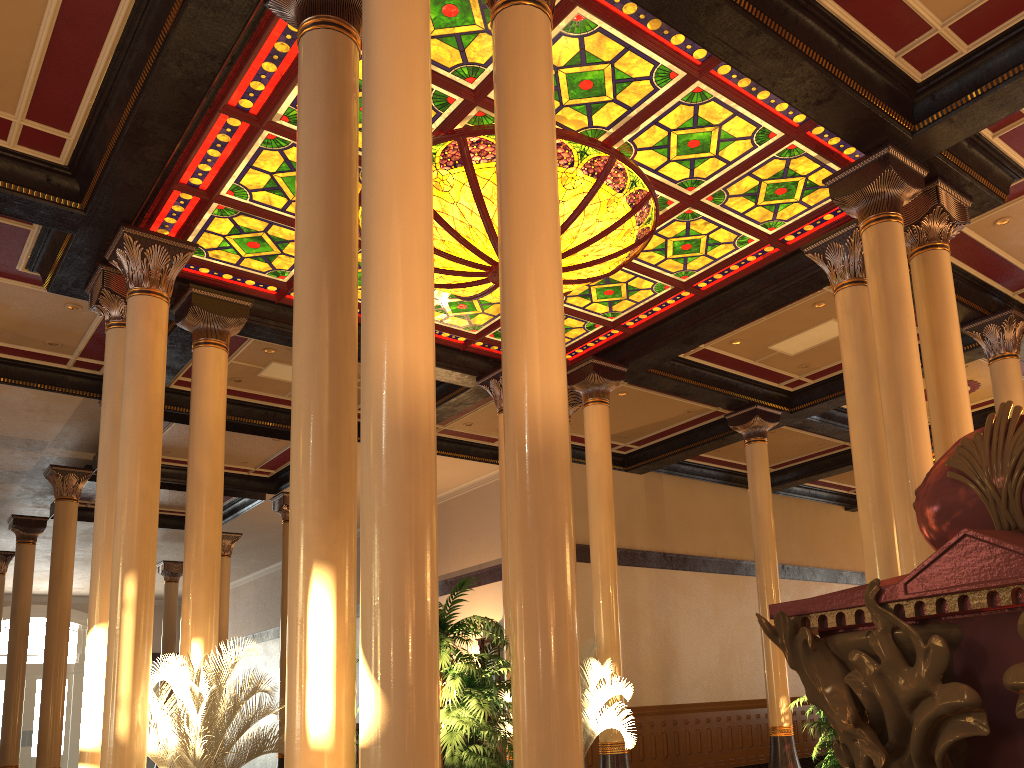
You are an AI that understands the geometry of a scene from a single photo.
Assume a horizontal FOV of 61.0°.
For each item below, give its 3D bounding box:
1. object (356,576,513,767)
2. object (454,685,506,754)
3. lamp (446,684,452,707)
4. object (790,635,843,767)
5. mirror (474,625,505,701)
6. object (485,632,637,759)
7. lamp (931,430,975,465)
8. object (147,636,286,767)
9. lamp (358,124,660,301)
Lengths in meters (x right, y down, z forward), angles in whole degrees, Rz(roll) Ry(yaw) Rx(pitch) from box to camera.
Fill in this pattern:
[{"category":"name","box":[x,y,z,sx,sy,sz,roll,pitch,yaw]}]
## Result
[{"category":"object","box":[-0.362,2.132,4.841,1.067,2.077,1.086,-5,-14,10]},{"category":"object","box":[-0.635,6.565,16.485,1.067,2.077,1.086,-5,-14,10]},{"category":"lamp","box":[-1.237,6.963,17.252,0.574,1.943,0.607,-5,-13,12]},{"category":"object","box":[2.976,2.945,7.504,1.016,2.077,1.140,-14,-17,39]},{"category":"mirror","box":[-0.270,5.526,17.316,0.209,1.498,1.375,6,-18,-36]},{"category":"object","box":[0.906,4.191,10.636,2.165,2.195,1.815,8,-19,-34]},{"category":"lamp","box":[7.320,1.041,14.338,1.254,1.841,1.172,11,-20,-43]},{"category":"object","box":[-2.715,3.498,8.211,2.018,2.179,1.917,-16,-20,38]},{"category":"lamp","box":[-0.019,-1.344,8.618,3.153,0.581,2.971,14,-26,-38]}]
